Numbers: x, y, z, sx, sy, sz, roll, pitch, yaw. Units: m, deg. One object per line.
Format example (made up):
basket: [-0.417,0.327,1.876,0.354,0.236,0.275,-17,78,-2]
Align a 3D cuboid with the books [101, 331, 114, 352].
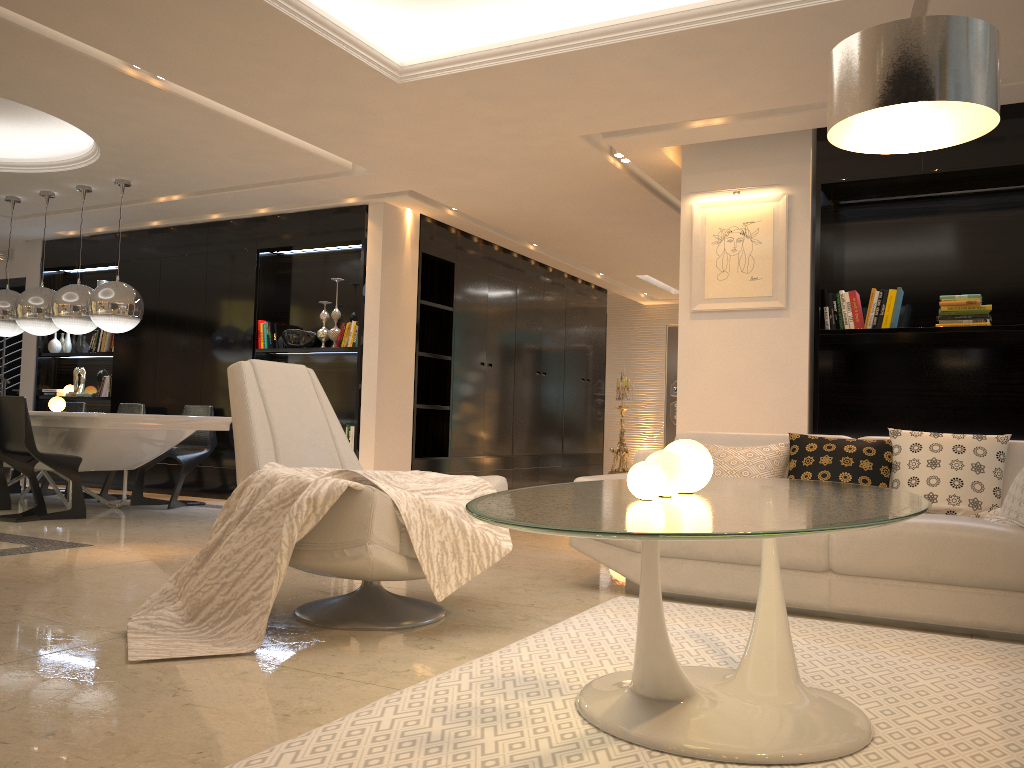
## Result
books: [-4.104,-0.452,9.204,0.252,0.261,0.212,0,-3,28]

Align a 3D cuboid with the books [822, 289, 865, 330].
books: [2.093,-0.457,5.590,0.240,0.270,0.208,0,-3,28]

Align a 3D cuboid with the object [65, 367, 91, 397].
object: [-4.574,-0.019,9.370,0.177,0.311,0.177,0,-3,28]

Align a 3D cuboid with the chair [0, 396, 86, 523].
chair: [-3.358,0.523,6.278,0.523,0.858,0.496,0,-3,28]

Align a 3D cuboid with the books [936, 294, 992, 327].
books: [2.702,-0.419,5.297,0.296,0.197,0.260,0,-3,30]

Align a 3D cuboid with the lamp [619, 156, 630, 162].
lamp: [0.816,-1.648,6.328,0.107,0.127,0.107,1,-3,9]

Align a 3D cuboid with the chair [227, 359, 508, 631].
chair: [-0.651,0.402,3.547,0.983,0.991,1.027,0,-3,27]

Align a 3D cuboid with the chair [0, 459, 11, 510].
chair: [-4.125,0.520,6.684,0.523,0.858,0.496,0,-3,28]

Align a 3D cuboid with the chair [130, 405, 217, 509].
chair: [-2.849,0.599,7.506,0.523,0.858,0.496,0,-3,28]

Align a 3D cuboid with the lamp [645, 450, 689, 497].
lamp: [0.381,0.223,2.208,0.115,0.115,0.115,4,-4,-37]

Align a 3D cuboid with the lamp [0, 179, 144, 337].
lamp: [-3.767,-1.020,7.415,1.827,1.226,0.408,0,-3,28]

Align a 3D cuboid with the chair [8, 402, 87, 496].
chair: [-4.313,0.593,8.280,0.523,0.858,0.496,0,-3,28]

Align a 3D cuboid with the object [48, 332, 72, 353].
object: [-4.888,-0.523,9.579,0.180,0.395,0.210,0,-3,31]

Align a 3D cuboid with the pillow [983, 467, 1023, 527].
pillow: [2.076,0.414,3.609,0.281,0.325,0.521,0,-4,37]

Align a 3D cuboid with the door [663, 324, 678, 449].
door: [-2.434,-6.069,5.230,83.408,24.296,83.408,4,-4,-40]

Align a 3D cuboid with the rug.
rug: [0.533,0.870,2.330,1.661,0.020,2.900,0,-3,28]

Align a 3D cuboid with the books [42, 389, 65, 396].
books: [-4.895,0.098,9.575,0.266,0.073,0.209,0,-3,31]

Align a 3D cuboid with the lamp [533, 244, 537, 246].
lamp: [0.264,-1.518,9.306,0.107,0.127,0.107,1,-3,9]

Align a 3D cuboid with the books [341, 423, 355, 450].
books: [-1.439,0.490,7.703,0.345,0.296,0.222,0,-3,28]

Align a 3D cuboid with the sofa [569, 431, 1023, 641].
sofa: [1.541,0.613,4.066,2.328,0.754,1.145,0,-3,28]

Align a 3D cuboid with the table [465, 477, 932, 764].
table: [0.562,0.576,2.362,0.999,0.565,2.140,0,-3,27]

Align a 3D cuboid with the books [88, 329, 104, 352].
books: [-4.289,-0.450,9.301,0.245,0.256,0.207,0,-3,27]

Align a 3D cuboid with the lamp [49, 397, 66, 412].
lamp: [-3.722,0.166,7.256,0.125,0.125,0.125,2,-3,-12]

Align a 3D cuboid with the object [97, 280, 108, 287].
object: [-4.341,-0.942,9.397,0.111,0.301,0.111,0,-3,24]

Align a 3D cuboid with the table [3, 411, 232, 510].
table: [-3.821,0.607,7.272,3.031,0.759,1.293,0,-3,28]

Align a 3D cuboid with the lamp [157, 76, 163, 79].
lamp: [-1.971,-1.796,5.028,0.107,0.127,0.107,1,-3,9]

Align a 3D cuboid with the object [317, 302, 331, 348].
object: [-1.676,-0.521,7.919,0.121,0.416,0.121,1,-3,23]

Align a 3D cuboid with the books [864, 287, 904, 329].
books: [2.299,-0.452,5.485,0.210,0.261,0.212,0,-3,28]

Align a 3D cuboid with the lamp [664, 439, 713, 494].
lamp: [0.462,0.219,2.362,0.143,0.143,0.143,1,-3,12]

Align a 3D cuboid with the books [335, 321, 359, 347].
books: [-1.379,-0.429,7.746,0.290,0.238,0.189,0,-3,27]

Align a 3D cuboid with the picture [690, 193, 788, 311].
picture: [1.454,-0.837,5.694,0.610,0.729,0.027,0,-3,28]

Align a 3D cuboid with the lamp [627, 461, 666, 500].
lamp: [0.316,0.227,2.086,0.090,0.091,0.090,2,-3,-12]

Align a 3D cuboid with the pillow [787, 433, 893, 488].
pillow: [1.515,0.410,4.146,0.524,0.355,0.323,0,-3,28]

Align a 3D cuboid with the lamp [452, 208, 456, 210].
lamp: [-0.490,-1.611,7.874,0.107,0.127,0.107,1,-3,9]

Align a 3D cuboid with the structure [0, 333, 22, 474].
structure: [-6.625,-0.930,12.079,3.425,4.134,1.964,0,-3,28]

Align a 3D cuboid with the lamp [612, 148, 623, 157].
lamp: [0.755,-1.656,6.215,0.107,0.127,0.107,1,-3,9]

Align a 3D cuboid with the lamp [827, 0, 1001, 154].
lamp: [1.702,-0.378,1.825,2.009,2.519,0.393,0,-3,28]

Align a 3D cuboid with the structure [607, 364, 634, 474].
structure: [1.745,0.575,12.681,0.811,1.715,0.382,4,-4,-38]

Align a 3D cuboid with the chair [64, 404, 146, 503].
chair: [-3.600,0.596,7.903,0.523,0.858,0.496,0,-3,28]

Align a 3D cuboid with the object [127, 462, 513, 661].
object: [-0.706,0.588,3.330,1.347,0.580,0.972,3,-3,-25]

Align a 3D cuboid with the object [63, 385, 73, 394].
object: [-4.715,0.071,9.460,0.125,0.125,0.125,3,-3,-23]

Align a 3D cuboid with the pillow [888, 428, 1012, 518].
pillow: [1.940,0.400,3.971,0.526,0.399,0.255,0,-3,28]

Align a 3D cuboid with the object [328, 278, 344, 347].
object: [-1.552,-0.619,7.830,0.121,0.612,0.121,1,-3,23]

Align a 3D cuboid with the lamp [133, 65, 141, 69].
lamp: [-2.045,-1.806,4.884,0.107,0.127,0.107,1,-3,9]

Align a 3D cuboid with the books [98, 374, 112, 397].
books: [-4.129,0.023,9.184,0.284,0.232,0.182,0,-3,31]

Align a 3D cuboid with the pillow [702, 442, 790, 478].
pillow: [1.104,0.443,4.349,0.521,0.329,0.351,0,-3,28]

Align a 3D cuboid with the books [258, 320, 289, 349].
books: [-2.193,-0.447,8.178,0.236,0.270,0.210,0,-3,28]

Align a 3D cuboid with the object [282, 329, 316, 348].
object: [-1.927,-0.398,8.015,0.375,0.177,0.193,0,-3,29]
